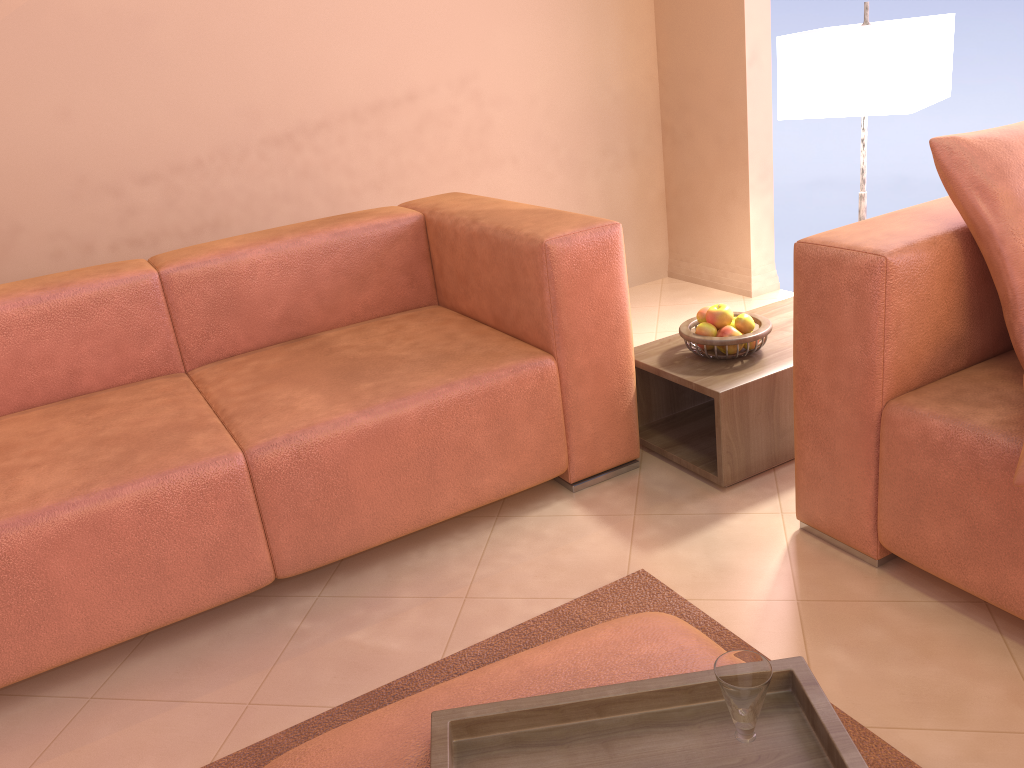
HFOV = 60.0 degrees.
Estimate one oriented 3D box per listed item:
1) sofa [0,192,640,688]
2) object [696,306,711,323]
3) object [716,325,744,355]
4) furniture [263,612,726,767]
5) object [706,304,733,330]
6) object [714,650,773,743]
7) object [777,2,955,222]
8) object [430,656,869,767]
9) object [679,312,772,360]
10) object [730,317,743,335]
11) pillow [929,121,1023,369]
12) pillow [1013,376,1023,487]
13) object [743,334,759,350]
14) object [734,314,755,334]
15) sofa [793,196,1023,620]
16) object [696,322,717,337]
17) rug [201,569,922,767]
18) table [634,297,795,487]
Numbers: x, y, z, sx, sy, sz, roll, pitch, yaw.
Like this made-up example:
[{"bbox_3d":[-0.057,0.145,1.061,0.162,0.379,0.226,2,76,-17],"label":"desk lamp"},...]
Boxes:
[{"bbox_3d":[-1.089,0.162,2.047,2.781,0.672,0.943,-18,23,-25],"label":"sofa"},{"bbox_3d":[0.509,-0.179,2.320,0.054,0.046,0.047,-24,27,-37],"label":"object"},{"bbox_3d":[0.552,-0.112,2.249,0.072,0.076,0.074,-14,22,-16],"label":"object"},{"bbox_3d":[0.220,0.673,0.658,0.685,0.301,1.291,-16,22,-20],"label":"furniture"},{"bbox_3d":[0.531,-0.171,2.271,0.069,0.061,0.068,2,23,23],"label":"object"},{"bbox_3d":[0.249,0.342,0.952,0.061,0.091,0.061,-25,27,-39],"label":"object"},{"bbox_3d":[0.967,-0.620,2.439,0.344,0.799,0.344,10,27,39],"label":"object"},{"bbox_3d":[0.140,0.436,0.837,0.436,0.034,0.421,-8,21,-1],"label":"object"},{"bbox_3d":[0.555,-0.119,2.305,0.235,0.071,0.235,-21,25,-32],"label":"object"},{"bbox_3d":[0.575,-0.139,2.315,0.076,0.065,0.077,-13,22,-14],"label":"object"},{"bbox_3d":[1.074,-0.272,1.680,0.519,0.455,0.314,-19,24,-28],"label":"pillow"},{"bbox_3d":[1.077,-0.042,1.343,0.517,0.292,0.514,5,24,30],"label":"pillow"},{"bbox_3d":[0.609,-0.111,2.271,0.046,0.046,0.055,10,27,38],"label":"object"},{"bbox_3d":[0.591,-0.153,2.254,0.051,0.053,0.045,-9,21,-3],"label":"object"},{"bbox_3d":[1.639,0.239,0.919,0.943,0.672,2.781,-18,23,-25],"label":"sofa"},{"bbox_3d":[0.495,-0.133,2.259,0.055,0.047,0.045,9,27,37],"label":"object"},{"bbox_3d":[0.123,0.991,0.423,1.833,0.005,2.626,-18,23,-25],"label":"rug"},{"bbox_3d":[0.798,-0.035,2.478,0.918,0.268,0.412,-18,23,-25],"label":"table"}]
